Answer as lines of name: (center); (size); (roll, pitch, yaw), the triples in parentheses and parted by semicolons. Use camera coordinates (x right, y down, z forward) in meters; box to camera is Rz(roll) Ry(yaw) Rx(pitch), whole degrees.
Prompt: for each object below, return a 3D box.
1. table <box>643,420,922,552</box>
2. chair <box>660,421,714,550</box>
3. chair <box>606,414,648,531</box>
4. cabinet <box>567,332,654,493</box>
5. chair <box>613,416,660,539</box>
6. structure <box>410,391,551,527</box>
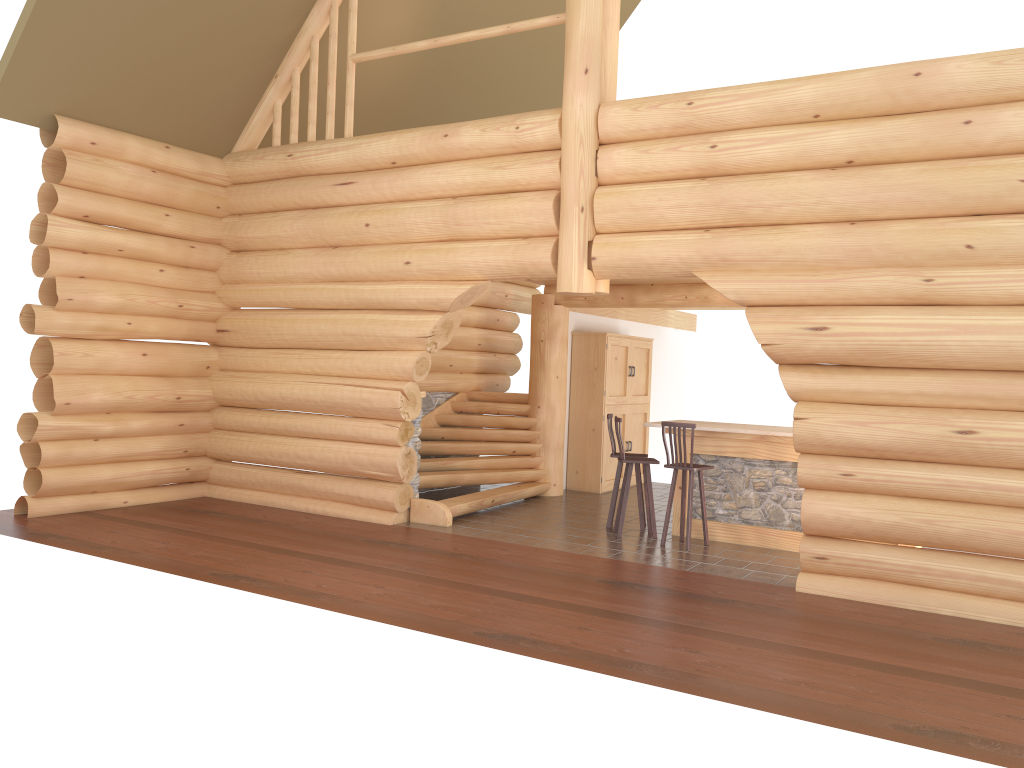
table: (3.152, 1.140, 9.787); (3.220, 1.257, 1.196); (3, 1, 31)
chair: (1.859, 1.065, 9.464); (0.406, 1.319, 0.504); (3, 1, 41)
chair: (1.351, 1.027, 10.476); (0.504, 1.319, 0.406); (2, 1, 11)
cabinet: (1.604, 0.430, 14.160); (0.670, 2.403, 1.847); (3, 1, 31)
chair: (1.381, 1.038, 9.955); (0.504, 1.319, 0.406); (2, 1, -1)
structure: (-0.811, 0.760, 12.040); (1.951, 1.643, 3.604); (3, 1, 25)
